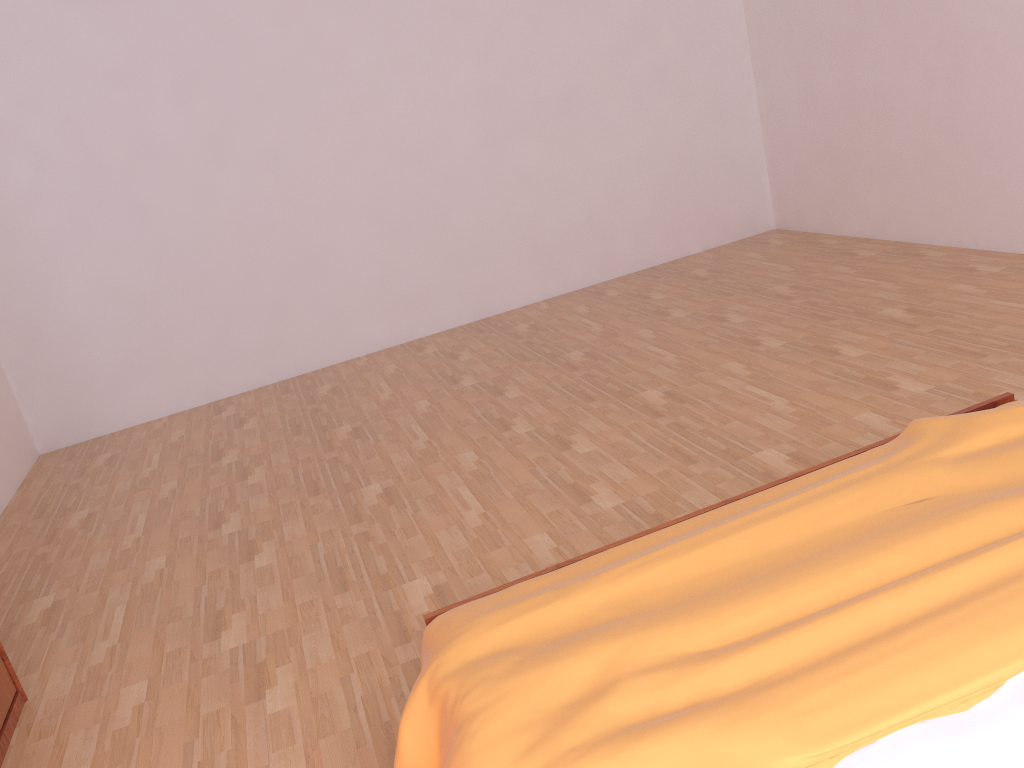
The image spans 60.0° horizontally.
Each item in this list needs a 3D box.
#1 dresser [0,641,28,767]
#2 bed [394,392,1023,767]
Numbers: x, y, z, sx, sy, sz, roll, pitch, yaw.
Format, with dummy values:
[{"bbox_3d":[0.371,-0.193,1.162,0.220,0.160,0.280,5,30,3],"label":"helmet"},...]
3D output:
[{"bbox_3d":[-1.423,0.214,1.093,0.487,2.004,2.017,-18,18,-13],"label":"dresser"},{"bbox_3d":[0.722,0.489,0.954,1.632,0.560,1.990,-18,18,-13],"label":"bed"}]
